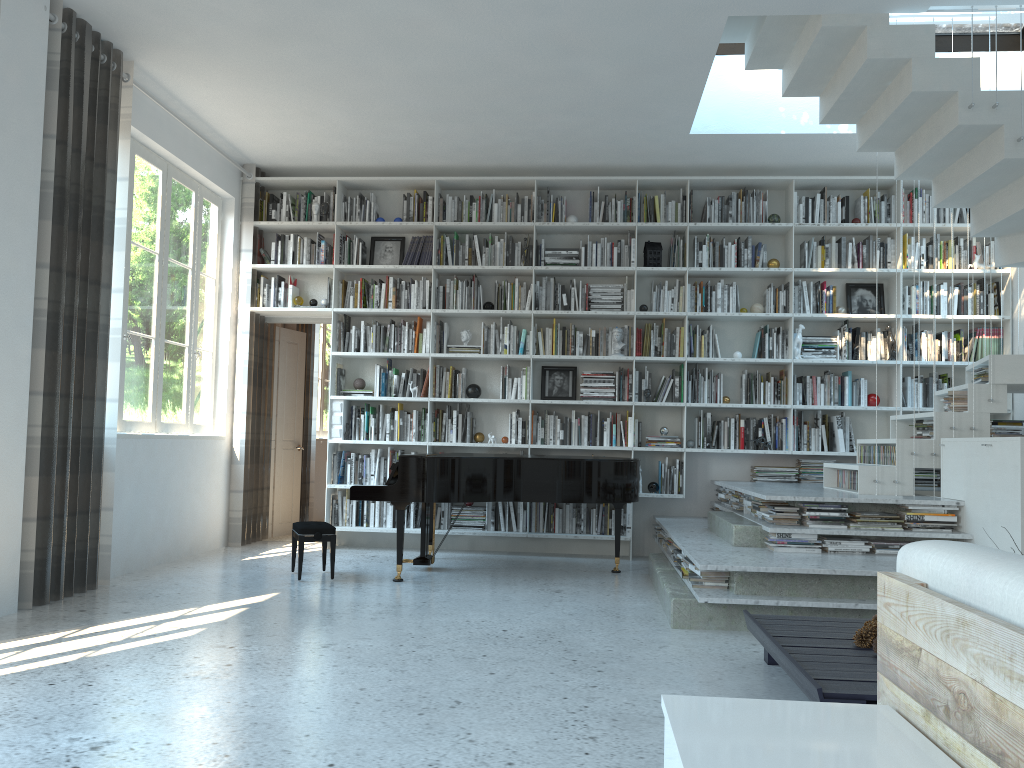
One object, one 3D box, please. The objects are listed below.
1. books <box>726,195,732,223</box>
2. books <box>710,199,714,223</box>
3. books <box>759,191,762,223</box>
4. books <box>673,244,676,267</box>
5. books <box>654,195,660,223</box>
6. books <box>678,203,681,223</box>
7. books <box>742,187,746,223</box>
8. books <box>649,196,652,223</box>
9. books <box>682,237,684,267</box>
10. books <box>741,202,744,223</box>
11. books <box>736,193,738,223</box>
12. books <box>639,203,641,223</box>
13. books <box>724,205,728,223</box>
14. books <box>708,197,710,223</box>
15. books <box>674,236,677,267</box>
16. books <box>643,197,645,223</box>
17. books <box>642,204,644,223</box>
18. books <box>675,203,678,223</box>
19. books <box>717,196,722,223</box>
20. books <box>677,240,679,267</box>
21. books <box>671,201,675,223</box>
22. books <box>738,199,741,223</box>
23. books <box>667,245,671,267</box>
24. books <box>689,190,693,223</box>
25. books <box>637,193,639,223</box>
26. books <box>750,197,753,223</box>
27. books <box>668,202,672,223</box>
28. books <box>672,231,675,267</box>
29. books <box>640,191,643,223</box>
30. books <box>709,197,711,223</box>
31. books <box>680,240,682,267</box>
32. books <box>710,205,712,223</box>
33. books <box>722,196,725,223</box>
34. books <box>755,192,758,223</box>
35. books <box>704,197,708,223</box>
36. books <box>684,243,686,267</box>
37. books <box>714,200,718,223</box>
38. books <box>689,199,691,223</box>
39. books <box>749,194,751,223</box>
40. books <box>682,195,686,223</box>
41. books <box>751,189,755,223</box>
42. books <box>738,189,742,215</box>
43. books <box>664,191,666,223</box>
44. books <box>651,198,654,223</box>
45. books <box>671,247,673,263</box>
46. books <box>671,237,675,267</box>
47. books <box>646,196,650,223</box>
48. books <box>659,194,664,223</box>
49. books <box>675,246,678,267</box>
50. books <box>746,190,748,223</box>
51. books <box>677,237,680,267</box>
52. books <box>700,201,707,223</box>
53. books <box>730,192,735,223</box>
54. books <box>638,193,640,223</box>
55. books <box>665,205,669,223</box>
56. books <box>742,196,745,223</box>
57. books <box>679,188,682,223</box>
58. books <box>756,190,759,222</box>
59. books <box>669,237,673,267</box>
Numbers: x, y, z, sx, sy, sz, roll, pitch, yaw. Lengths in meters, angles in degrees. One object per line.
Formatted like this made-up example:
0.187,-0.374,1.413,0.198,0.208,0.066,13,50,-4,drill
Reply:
1.807,-1.424,7.390,0.028,0.258,0.185,1,-3,5,books
1.667,-1.411,7.409,0.013,0.229,0.174,1,-3,5,books
2.058,-1.437,7.382,0.013,0.297,0.188,1,-3,5,books
1.352,-1.045,7.431,0.024,0.217,0.169,1,-3,5,books
1.216,-1.432,7.448,0.054,0.254,0.191,1,-3,5,books
1.396,-1.398,7.441,0.022,0.194,0.182,1,-3,5,books
1.930,-1.456,7.396,0.007,0.329,0.183,1,-3,5,books
1.165,-1.436,7.467,0.008,0.262,0.142,1,-3,5,books
1.433,-1.080,7.434,0.005,0.292,0.130,1,-3,5,books
1.907,-1.393,7.380,0.018,0.201,0.188,1,-3,5,books
1.874,-1.434,7.415,0.007,0.285,0.159,1,-3,5,books
1.077,-1.408,7.484,0.016,0.204,0.143,1,-3,5,books
1.780,-1.388,7.431,0.031,0.190,0.132,1,-3,5,books
1.636,-1.418,7.426,0.011,0.244,0.172,1,-3,5,books
1.361,-1.081,7.411,0.021,0.288,0.179,1,-3,5,books
1.108,-1.427,7.446,0.007,0.239,0.191,1,-3,5,books
1.099,-1.403,7.471,0.015,0.192,0.160,1,-3,5,books
1.373,-1.403,7.451,0.025,0.203,0.162,1,-3,5,books
1.728,-1.422,7.418,0.030,0.255,0.161,1,-3,5,books
1.384,-1.064,7.417,0.005,0.255,0.159,1,-3,5,books
1.344,-1.409,7.433,0.031,0.213,0.169,1,-3,5,books
1.884,-1.408,7.393,0.018,0.231,0.160,1,-3,5,books
1.315,-1.043,7.438,0.019,0.213,0.156,1,-3,5,books
1.497,-1.452,7.420,0.019,0.304,0.176,1,-3,5,books
1.056,-1.449,7.485,0.012,0.285,0.159,1,-3,5,books
1.986,-1.416,7.395,0.024,0.252,0.150,1,-3,5,books
1.317,-1.404,7.439,0.024,0.201,0.180,1,-3,5,books
1.348,-1.106,7.435,0.025,0.339,0.143,1,-3,5,books
1.088,-1.456,7.468,0.007,0.298,0.181,1,-3,5,books
1.648,-1.423,7.434,0.012,0.255,0.133,1,-3,5,books
1.405,-1.061,7.401,0.013,0.248,0.186,1,-3,5,books
1.657,-1.388,7.421,0.009,0.183,0.160,1,-3,5,books
1.754,-1.422,7.418,0.021,0.256,0.169,1,-3,5,books
2.028,-1.438,7.396,0.019,0.299,0.137,1,-3,5,books
1.625,-1.419,7.418,0.009,0.244,0.173,1,-3,5,books
1.435,-1.043,7.397,0.008,0.213,0.224,1,-3,5,books
1.698,-1.408,7.420,0.028,0.226,0.163,1,-3,5,books
1.476,-1.415,7.428,0.033,0.229,0.175,1,-3,5,books
1.970,-1.427,7.398,0.008,0.274,0.163,1,-3,5,books
1.433,-1.428,7.424,0.029,0.253,0.186,1,-3,5,books
2.002,-1.444,7.387,0.008,0.306,0.183,1,-3,5,books
1.897,-1.448,7.400,0.006,0.312,0.179,1,-3,5,books
1.278,-1.452,7.447,0.010,0.297,0.167,1,-3,5,books
1.174,-1.423,7.447,0.015,0.233,0.171,1,-3,5,books
1.329,-1.035,7.444,0.022,0.199,0.143,1,-3,5,books
1.338,-1.073,7.419,0.022,0.271,0.181,1,-3,5,books
1.143,-1.436,7.461,0.034,0.261,0.157,1,-3,5,books
1.260,-1.440,7.465,0.030,0.274,0.151,1,-3,5,books
1.375,-1.041,7.427,0.013,0.210,0.140,1,-3,5,books
1.939,-1.442,7.378,0.015,0.299,0.183,1,-3,5,books
1.396,-1.079,7.445,0.013,0.288,0.131,1,-3,5,books
1.597,-1.400,7.413,0.046,0.206,0.183,1,-3,5,books
1.835,-1.439,7.411,0.024,0.292,0.167,1,-3,5,books
1.064,-1.447,7.465,0.008,0.278,0.170,1,-3,5,books
1.293,-1.394,7.439,0.022,0.180,0.173,1,-3,5,books
1.921,-1.417,7.395,0.008,0.251,0.170,1,-3,5,books
1.416,-1.464,7.460,0.012,0.329,0.128,1,-3,5,books
2.044,-1.448,7.412,0.008,0.321,0.133,1,-3,5,books
1.321,-1.075,7.407,0.021,0.272,0.190,1,-3,5,books
